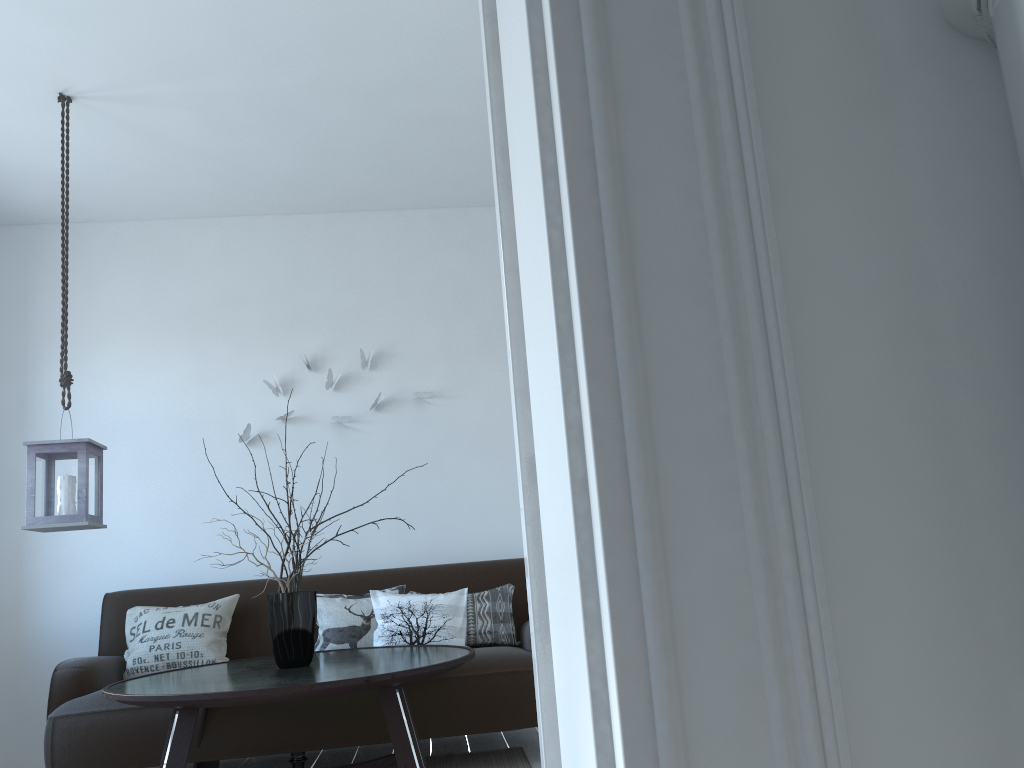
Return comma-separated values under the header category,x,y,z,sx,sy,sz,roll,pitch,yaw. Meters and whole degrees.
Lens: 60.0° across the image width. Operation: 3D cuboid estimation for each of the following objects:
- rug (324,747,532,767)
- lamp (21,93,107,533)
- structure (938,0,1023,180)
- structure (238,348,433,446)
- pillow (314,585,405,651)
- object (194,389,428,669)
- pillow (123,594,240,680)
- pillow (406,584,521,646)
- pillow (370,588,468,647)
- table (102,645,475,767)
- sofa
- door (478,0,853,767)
category,x,y,z,sx,sy,sz,roll,pitch,yaw
rug,-0.747,1.503,3.185,1.710,0.055,1.461,-4,-12,-5
lamp,-1.730,-0.322,3.455,0.228,1.756,0.229,-3,-11,-9
structure,0.584,-0.497,0.457,0.802,2.818,1.249,-13,-14,38
structure,-0.934,0.056,4.709,1.025,0.476,0.086,-3,-11,-6
pillow,-0.722,1.128,4.114,0.473,0.346,0.159,-3,-11,-8
object,-0.713,0.496,3.293,0.846,1.062,0.527,3,-13,-35
pillow,-1.528,1.173,4.071,0.519,0.366,0.239,-3,-11,-6
pillow,-0.236,1.109,4.200,0.542,0.287,0.183,-4,-11,-5
pillow,-0.426,1.085,4.072,0.471,0.308,0.189,-4,-11,-5
table,-0.764,1.278,3.200,1.299,0.501,1.304,-1,-12,-16
sofa,-0.842,1.274,4.004,2.165,0.822,0.972,-3,-11,-6
door,-0.632,-0.235,0.850,2.598,2.497,0.579,-4,-11,-6
